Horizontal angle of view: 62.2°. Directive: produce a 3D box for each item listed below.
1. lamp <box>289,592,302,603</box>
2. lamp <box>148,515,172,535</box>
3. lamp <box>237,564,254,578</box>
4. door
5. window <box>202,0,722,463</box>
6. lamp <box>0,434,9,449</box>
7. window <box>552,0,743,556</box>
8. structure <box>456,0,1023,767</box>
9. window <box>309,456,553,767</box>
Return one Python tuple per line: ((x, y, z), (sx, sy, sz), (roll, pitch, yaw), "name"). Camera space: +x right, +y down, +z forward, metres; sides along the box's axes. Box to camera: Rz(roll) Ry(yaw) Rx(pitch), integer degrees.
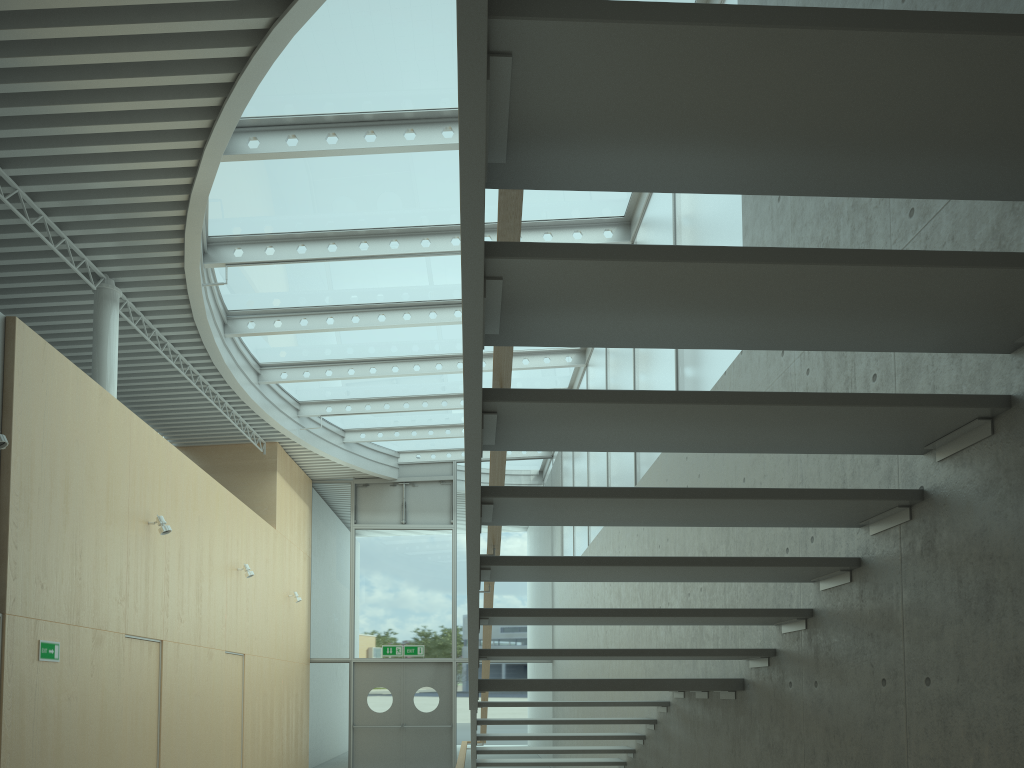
((-3.709, 3.638, 14.513), (0.233, 0.191, 0.145), (5, -11, -22), "lamp")
((-3.428, 1.368, 8.258), (0.233, 0.191, 0.145), (5, -11, -22), "lamp")
((-3.568, 2.499, 11.375), (0.233, 0.191, 0.145), (5, -11, -22), "lamp")
((-2.113, 6.432, 16.451), (1.922, 2.055, 0.179), (0, -4, -3), "door")
((-1.097, 2.213, 11.055), (4.785, 6.036, 16.656), (0, -18, -2), "window")
((-3.298, 0.310, 5.343), (0.233, 0.191, 0.145), (5, -11, -22), "lamp")
((1.071, 0.720, 11.253), (0.030, 2.641, 16.474), (0, -19, -3), "window")
((0.554, 1.533, 5.179), (1.886, 4.053, 13.273), (0, -18, -3), "structure")
((-1.543, 4.463, 16.616), (4.858, 6.130, 0.112), (0, -4, -3), "window")
